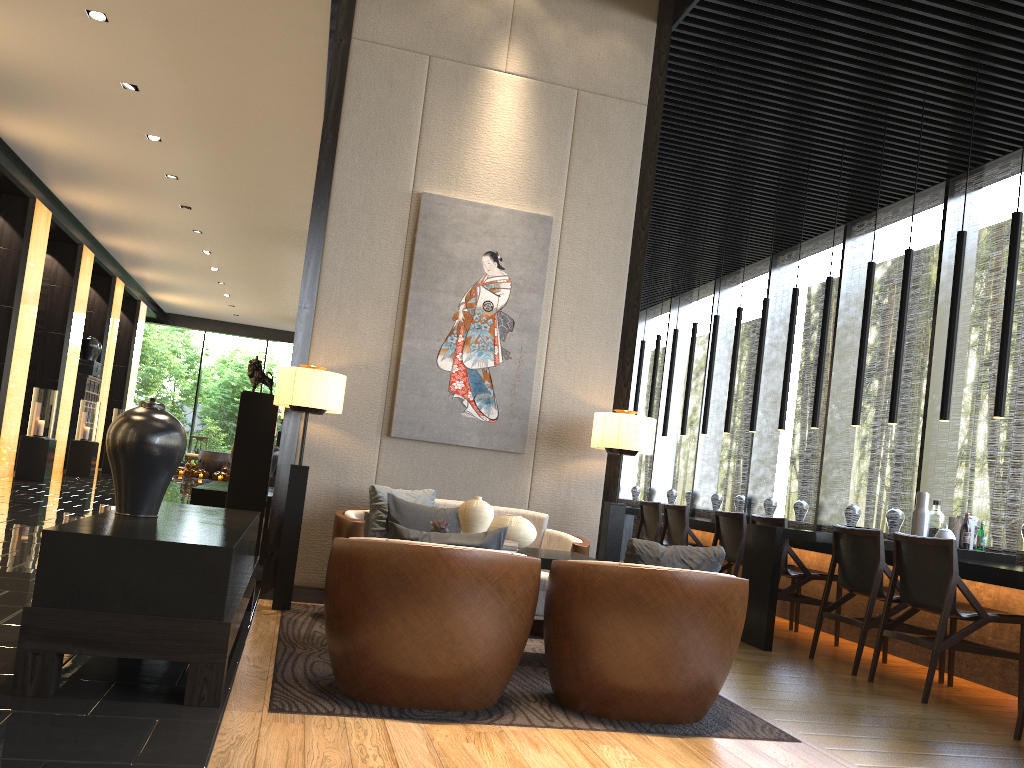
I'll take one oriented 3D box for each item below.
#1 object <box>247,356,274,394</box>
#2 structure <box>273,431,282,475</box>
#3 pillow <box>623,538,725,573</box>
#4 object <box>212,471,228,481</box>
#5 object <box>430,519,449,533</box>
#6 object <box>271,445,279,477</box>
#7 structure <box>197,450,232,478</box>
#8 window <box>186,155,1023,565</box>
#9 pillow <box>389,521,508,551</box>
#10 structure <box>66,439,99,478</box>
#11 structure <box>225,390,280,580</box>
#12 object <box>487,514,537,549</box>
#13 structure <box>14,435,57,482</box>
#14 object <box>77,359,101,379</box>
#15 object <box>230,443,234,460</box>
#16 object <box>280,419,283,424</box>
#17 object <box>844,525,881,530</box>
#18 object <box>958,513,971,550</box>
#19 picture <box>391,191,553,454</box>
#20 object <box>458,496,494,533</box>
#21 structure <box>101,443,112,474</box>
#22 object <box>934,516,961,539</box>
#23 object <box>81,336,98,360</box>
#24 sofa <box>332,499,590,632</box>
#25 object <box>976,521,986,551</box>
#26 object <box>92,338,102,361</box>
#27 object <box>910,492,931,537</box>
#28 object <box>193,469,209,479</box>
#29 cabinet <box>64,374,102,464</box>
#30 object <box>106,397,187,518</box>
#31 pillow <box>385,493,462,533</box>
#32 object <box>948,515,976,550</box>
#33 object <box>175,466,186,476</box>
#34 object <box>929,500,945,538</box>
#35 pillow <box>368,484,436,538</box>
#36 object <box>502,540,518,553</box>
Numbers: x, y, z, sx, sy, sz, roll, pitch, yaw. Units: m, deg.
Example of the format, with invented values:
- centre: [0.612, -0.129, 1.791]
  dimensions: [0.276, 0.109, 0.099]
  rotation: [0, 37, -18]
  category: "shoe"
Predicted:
- centre: [-1.627, -0.056, 5.739]
  dimensions: [0.176, 0.245, 0.116]
  rotation: [8, -4, -13]
  category: "object"
- centre: [-3.766, 1.385, 14.417]
  dimensions: [0.240, 1.214, 0.240]
  rotation: [8, -3, -13]
  category: "structure"
- centre: [0.588, 0.769, 3.349]
  dimensions: [0.399, 0.361, 0.222]
  rotation: [8, -4, -12]
  category: "pillow"
- centre: [-7.457, 2.346, 22.611]
  dimensions: [0.370, 0.228, 0.371]
  rotation: [8, -5, -10]
  category: "object"
- centre: [-0.348, 0.698, 4.251]
  dimensions: [0.091, 0.111, 0.092]
  rotation: [3, -6, 39]
  category: "object"
- centre: [-3.428, 1.052, 12.498]
  dimensions: [0.311, 0.491, 0.313]
  rotation: [6, -4, 6]
  category: "object"
- centre: [-7.880, 2.141, 23.426]
  dimensions: [0.876, 0.708, 0.875]
  rotation: [9, -5, -24]
  category: "structure"
- centre: [-2.773, -0.481, 10.234]
  dimensions: [12.074, 4.212, 31.964]
  rotation: [8, -6, -13]
  category: "window"
- centre: [-0.241, 0.652, 3.153]
  dimensions: [0.442, 0.337, 0.205]
  rotation: [7, -4, -6]
  category: "pillow"
- centre: [-7.883, 1.367, 16.255]
  dimensions: [0.403, 0.656, 0.403]
  rotation: [8, -4, -13]
  category: "structure"
- centre: [-1.695, 0.665, 5.703]
  dimensions: [0.240, 1.214, 0.240]
  rotation: [8, -3, -13]
  category: "structure"
- centre: [-0.002, 0.720, 4.298]
  dimensions: [0.245, 0.167, 0.246]
  rotation: [8, -5, -10]
  category: "object"
- centre: [-7.204, 1.131, 13.399]
  dimensions: [0.403, 0.656, 0.403]
  rotation: [8, -4, -13]
  category: "structure"
- centre: [-8.486, -0.301, 17.748]
  dimensions: [0.366, 0.314, 0.607]
  rotation: [8, -6, -13]
  category: "object"
- centre: [-2.266, 0.648, 7.614]
  dimensions: [0.313, 0.491, 0.311]
  rotation: [9, -5, -32]
  category: "object"
- centre: [-3.707, 0.678, 14.461]
  dimensions: [0.162, 0.217, 0.102]
  rotation: [9, -4, -25]
  category: "object"
- centre: [2.299, 0.975, 5.825]
  dimensions: [0.227, 0.067, 0.228]
  rotation: [8, -6, -10]
  category: "object"
- centre: [3.018, 0.979, 5.891]
  dimensions: [0.067, 0.237, 0.067]
  rotation: [8, -3, -19]
  category: "object"
- centre: [-0.235, -0.367, 5.448]
  dimensions: [0.836, 1.497, 0.037]
  rotation: [8, -3, -13]
  category: "picture"
- centre: [-0.175, 0.651, 4.201]
  dimensions: [0.171, 0.235, 0.172]
  rotation: [5, -4, 22]
  category: "object"
- centre: [-8.562, 1.603, 19.112]
  dimensions: [0.403, 0.656, 0.403]
  rotation: [8, -4, -13]
  category: "structure"
- centre: [2.867, 0.967, 5.851]
  dimensions: [0.136, 0.217, 0.136]
  rotation: [9, -4, -26]
  category: "object"
- centre: [-8.410, -0.716, 17.613]
  dimensions: [0.313, 0.491, 0.311]
  rotation: [10, -5, -39]
  category: "object"
- centre: [-0.302, 1.021, 5.020]
  dimensions: [1.451, 0.691, 0.604]
  rotation: [8, -5, -13]
  category: "sofa"
- centre: [3.116, 1.010, 5.873]
  dimensions: [0.056, 0.196, 0.056]
  rotation: [8, -3, -11]
  category: "object"
- centre: [-8.486, -0.689, 17.936]
  dimensions: [0.313, 0.491, 0.311]
  rotation: [9, -5, -32]
  category: "object"
- centre: [2.750, 0.900, 5.952]
  dimensions: [0.113, 0.343, 0.113]
  rotation: [8, -3, -18]
  category: "object"
- centre: [-7.901, 2.280, 22.502]
  dimensions: [0.369, 0.228, 0.372]
  rotation: [6, -5, 10]
  category: "object"
- centre: [-8.723, 0.787, 17.638]
  dimensions: [0.548, 1.916, 1.189]
  rotation: [8, -4, -13]
  category: "cabinet"
- centre: [-1.524, 0.299, 3.677]
  dimensions: [0.311, 0.491, 0.313]
  rotation: [6, -4, 6]
  category: "object"
- centre: [-0.492, 0.806, 4.922]
  dimensions: [0.473, 0.360, 0.219]
  rotation: [8, -4, -16]
  category: "pillow"
- centre: [3.049, 1.006, 6.013]
  dimensions: [0.169, 0.218, 0.169]
  rotation: [8, -4, -18]
  category: "object"
- centre: [-8.572, 2.248, 22.942]
  dimensions: [0.369, 0.228, 0.371]
  rotation: [6, -5, 5]
  category: "object"
- centre: [2.881, 0.944, 6.028]
  dimensions: [0.129, 0.304, 0.129]
  rotation: [9, -4, -27]
  category: "object"
- centre: [-0.623, 0.784, 5.051]
  dimensions: [0.435, 0.398, 0.201]
  rotation: [10, -5, -35]
  category: "pillow"
- centre: [-0.072, 0.743, 4.079]
  dimensions: [0.174, 0.051, 0.138]
  rotation: [9, -6, -17]
  category: "object"
